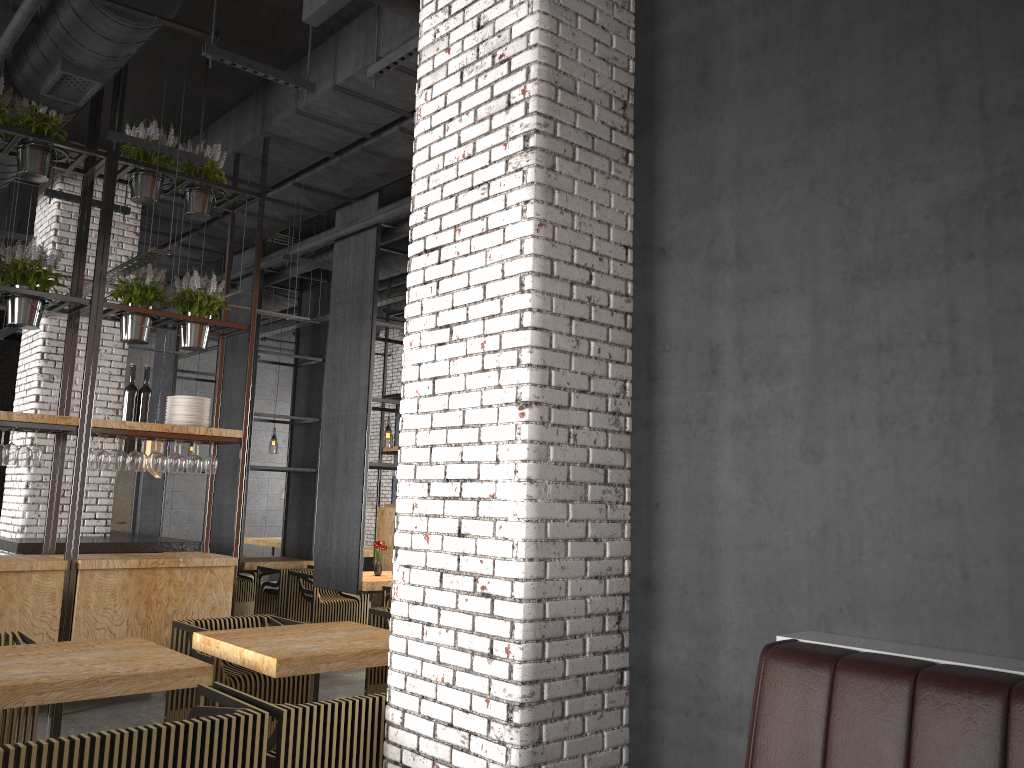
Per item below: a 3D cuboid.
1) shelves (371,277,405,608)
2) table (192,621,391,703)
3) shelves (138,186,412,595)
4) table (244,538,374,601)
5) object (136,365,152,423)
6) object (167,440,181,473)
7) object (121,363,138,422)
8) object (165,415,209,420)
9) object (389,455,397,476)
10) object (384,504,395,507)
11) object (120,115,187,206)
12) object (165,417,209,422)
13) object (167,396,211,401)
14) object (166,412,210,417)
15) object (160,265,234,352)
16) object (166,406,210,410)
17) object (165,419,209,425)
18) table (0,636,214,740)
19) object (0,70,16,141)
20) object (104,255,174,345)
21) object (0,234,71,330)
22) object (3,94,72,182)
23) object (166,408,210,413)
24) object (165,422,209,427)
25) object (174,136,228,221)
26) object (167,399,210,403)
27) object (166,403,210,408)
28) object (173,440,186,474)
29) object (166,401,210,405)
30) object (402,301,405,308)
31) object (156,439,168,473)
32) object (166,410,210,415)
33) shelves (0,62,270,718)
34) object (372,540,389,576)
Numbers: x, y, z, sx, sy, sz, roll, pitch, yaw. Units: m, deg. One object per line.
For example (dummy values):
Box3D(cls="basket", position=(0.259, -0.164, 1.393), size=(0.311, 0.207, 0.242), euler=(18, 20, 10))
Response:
Box3D(cls="shelves", position=(-0.701, 0.652, 12.380), size=(2.329, 5.034, 0.689), euler=(9, -11, -41))
Box3D(cls="table", position=(-1.084, 1.776, 4.837), size=(0.995, 0.766, 0.999), euler=(9, -11, -41))
Box3D(cls="shelves", position=(-2.996, 0.109, 11.189), size=(1.001, 4.380, 6.139), euler=(9, -11, -41))
Box3D(cls="table", position=(-3.267, 3.071, 14.900), size=(0.998, 0.765, 4.130), euler=(9, -10, -41))
Box3D(cls="object", position=(-2.862, 0.089, 6.913), size=(0.098, 0.472, 0.098), euler=(0, -9, 11))
Box3D(cls="object", position=(-2.604, 0.547, 6.841), size=(0.101, 0.268, 0.100), euler=(0, -9, 12))
Box3D(cls="object", position=(-2.942, 0.077, 6.843), size=(0.098, 0.472, 0.098), euler=(0, -9, 11))
Box3D(cls="object", position=(-2.606, 0.281, 7.114), size=(0.335, 0.040, 0.333), euler=(0, -8, 13))
Box3D(cls="object", position=(-1.572, 1.076, 11.706), size=(0.101, 0.268, 0.100), euler=(2, -9, -5))
Box3D(cls="object", position=(-1.397, 1.609, 11.682), size=(0.411, 0.050, 0.411), euler=(9, -10, -42))
Box3D(cls="object", position=(-2.900, -1.722, 7.078), size=(0.416, 0.560, 0.466), euler=(-2, -9, 22))
Box3D(cls="object", position=(-2.606, 0.301, 7.112), size=(0.334, 0.037, 0.334), euler=(0, -8, 15))
Box3D(cls="object", position=(-2.602, 0.131, 7.139), size=(0.334, 0.039, 0.334), euler=(-1, -8, 22))
Box3D(cls="object", position=(-2.606, 0.262, 7.118), size=(0.334, 0.039, 0.334), euler=(0, -8, 15))
Box3D(cls="object", position=(-2.569, -0.557, 7.229), size=(0.416, 0.560, 0.466), euler=(-6, -11, 42))
Box3D(cls="object", position=(-2.604, 0.208, 7.126), size=(0.334, 0.043, 0.334), euler=(-3, -9, 32))
Box3D(cls="object", position=(-2.608, 0.319, 7.110), size=(0.334, 0.046, 0.334), euler=(-3, -9, 29))
Box3D(cls="table", position=(-2.062, 1.633, 3.990), size=(0.995, 0.766, 0.999), euler=(9, -11, -41))
Box3D(cls="object", position=(-3.799, -1.854, 6.304), size=(0.416, 0.560, 0.466), euler=(5, -9, -22))
Box3D(cls="object", position=(-2.945, -0.603, 6.971), size=(0.467, 0.560, 0.415), euler=(7, -10, -33))
Box3D(cls="object", position=(-3.543, -0.689, 6.468), size=(0.416, 0.560, 0.466), euler=(-1, -9, 16))
Box3D(cls="object", position=(-3.537, -1.806, 6.597), size=(0.467, 0.560, 0.415), euler=(-6, -11, 43))
Box3D(cls="object", position=(-2.604, 0.227, 7.123), size=(0.334, 0.039, 0.334), euler=(7, -9, -33))
Box3D(cls="object", position=(-2.607, 0.340, 7.106), size=(0.334, 0.033, 0.334), euler=(7, -9, -33))
Box3D(cls="object", position=(-2.610, -1.668, 7.417), size=(0.416, 0.560, 0.466), euler=(4, -9, -16))
Box3D(cls="object", position=(-2.602, 0.150, 7.135), size=(0.334, 0.039, 0.334), euler=(-2, -8, 24))
Box3D(cls="object", position=(-2.604, 0.189, 7.130), size=(0.334, 0.041, 0.334), euler=(-1, -8, 18))
Box3D(cls="object", position=(-2.682, 0.587, 7.150), size=(0.101, 0.268, 0.100), euler=(0, -9, 12))
Box3D(cls="object", position=(-2.603, 0.169, 7.133), size=(0.334, 0.044, 0.334), euler=(-1, -8, 19))
Box3D(cls="object", position=(-1.232, -0.987, 12.149), size=(0.416, 0.560, 0.466), euler=(-2, -9, 23))
Box3D(cls="object", position=(-2.793, 0.570, 7.054), size=(0.101, 0.268, 0.100), euler=(0, -9, 12))
Box3D(cls="object", position=(-2.604, 0.243, 7.120), size=(0.334, 0.041, 0.334), euler=(4, -8, -19))
Box3D(cls="shelves", position=(-3.657, -0.272, 6.191), size=(3.653, 5.034, 0.689), euler=(9, -11, -41))
Box3D(cls="object", position=(-1.337, 1.764, 9.006), size=(0.156, 0.356, 0.170), euler=(1, -9, 7))
